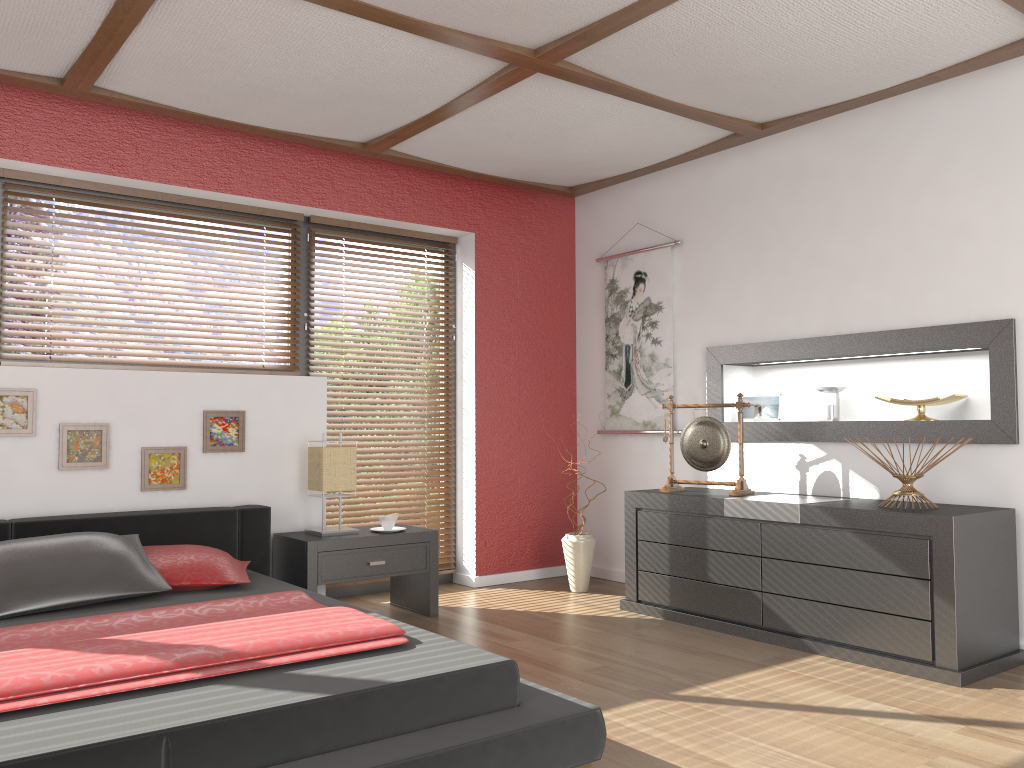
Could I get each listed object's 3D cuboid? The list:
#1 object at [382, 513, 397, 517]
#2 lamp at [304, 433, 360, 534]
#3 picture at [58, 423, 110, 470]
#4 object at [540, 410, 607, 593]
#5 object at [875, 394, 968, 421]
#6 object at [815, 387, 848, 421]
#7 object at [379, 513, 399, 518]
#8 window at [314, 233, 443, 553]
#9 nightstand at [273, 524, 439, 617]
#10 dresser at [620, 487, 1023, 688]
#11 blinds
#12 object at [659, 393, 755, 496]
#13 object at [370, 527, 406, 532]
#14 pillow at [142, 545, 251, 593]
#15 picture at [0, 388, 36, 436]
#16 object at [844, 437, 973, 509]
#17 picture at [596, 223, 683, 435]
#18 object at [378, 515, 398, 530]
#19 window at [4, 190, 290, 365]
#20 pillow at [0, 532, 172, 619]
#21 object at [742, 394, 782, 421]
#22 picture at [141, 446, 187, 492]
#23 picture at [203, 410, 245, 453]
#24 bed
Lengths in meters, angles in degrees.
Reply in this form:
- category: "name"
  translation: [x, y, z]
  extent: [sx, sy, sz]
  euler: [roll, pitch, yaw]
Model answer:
- category: "object"
  translation: [-0.618, 0.656, 4.427]
  extent: [0.007, 0.007, 0.192]
  euler: [-1, -3, 17]
- category: "lamp"
  translation: [-0.882, 0.479, 4.349]
  extent: [0.200, 0.480, 0.200]
  euler: [2, -4, -37]
- category: "picture"
  translation: [-1.866, 0.272, 3.871]
  extent: [0.200, 0.200, 0.010]
  euler: [2, -4, -37]
- category: "object"
  translation: [0.335, 0.666, 5.061]
  extent: [0.364, 1.035, 0.422]
  euler: [-2, -3, 28]
- category: "object"
  translation: [1.865, 0.111, 4.042]
  extent: [0.350, 0.116, 0.181]
  euler: [-3, -4, 43]
- category: "object"
  translation: [1.595, 0.103, 4.426]
  extent: [0.159, 0.171, 0.159]
  euler: [-1, -3, 12]
- category: "object"
  translation: [-0.611, 0.655, 4.405]
  extent: [0.007, 0.007, 0.192]
  euler: [-1, -3, 22]
- category: "window"
  translation: [-0.766, 0.087, 5.160]
  extent: [0.889, 1.893, 0.020]
  euler: [2, -4, -37]
- category: "nightstand"
  translation: [-0.761, 0.942, 4.366]
  extent: [0.700, 0.423, 0.413]
  euler: [2, -4, -37]
- category: "dresser"
  translation: [1.293, 0.826, 4.042]
  extent: [0.540, 0.608, 1.740]
  euler: [2, -4, -37]
- category: "blinds"
  translation: [-2.281, 0.067, 3.926]
  extent: [4.840, 1.952, 0.032]
  euler: [2, -4, -37]
- category: "object"
  translation: [0.971, 0.297, 4.453]
  extent: [0.490, 0.498, 0.173]
  euler: [-2, -4, 38]
- category: "object"
  translation: [-0.618, 0.726, 4.417]
  extent: [0.179, 0.012, 0.179]
  euler: [0, -3, -12]
- category: "pillow"
  translation: [-1.419, 0.736, 3.524]
  extent: [0.745, 0.172, 0.418]
  euler: [1, -3, -18]
- category: "picture"
  translation: [-2.100, 0.118, 3.701]
  extent: [0.200, 0.200, 0.010]
  euler: [2, -4, -37]
- category: "object"
  translation: [1.614, 0.360, 3.620]
  extent: [0.481, 0.282, 0.481]
  euler: [-1, -3, 19]
- category: "picture"
  translation: [0.750, -0.334, 5.297]
  extent: [0.028, 1.270, 0.701]
  euler: [2, -4, -37]
- category: "object"
  translation: [-0.618, 0.693, 4.418]
  extent: [0.099, 0.069, 0.099]
  euler: [0, -3, -12]
- category: "window"
  translation: [-2.321, -0.508, 4.011]
  extent: [2.817, 0.786, 0.020]
  euler: [2, -4, -37]
- category: "pillow"
  translation: [-1.653, 0.668, 3.175]
  extent: [0.744, 0.241, 0.386]
  euler: [2, -4, -42]
- category: "object"
  translation: [1.324, 0.126, 4.727]
  extent: [0.226, 0.146, 0.041]
  euler: [-2, -3, 33]
- category: "picture"
  translation: [-1.596, 0.389, 4.070]
  extent: [0.200, 0.200, 0.010]
  euler: [2, -4, -37]
- category: "picture"
  translation: [-1.377, 0.227, 4.244]
  extent: [0.200, 0.200, 0.010]
  euler: [2, -4, -37]
- category: "bed"
  translation: [-1.458, 0.779, 2.589]
  extent: [2.469, 0.577, 2.413]
  euler: [2, -4, -37]
